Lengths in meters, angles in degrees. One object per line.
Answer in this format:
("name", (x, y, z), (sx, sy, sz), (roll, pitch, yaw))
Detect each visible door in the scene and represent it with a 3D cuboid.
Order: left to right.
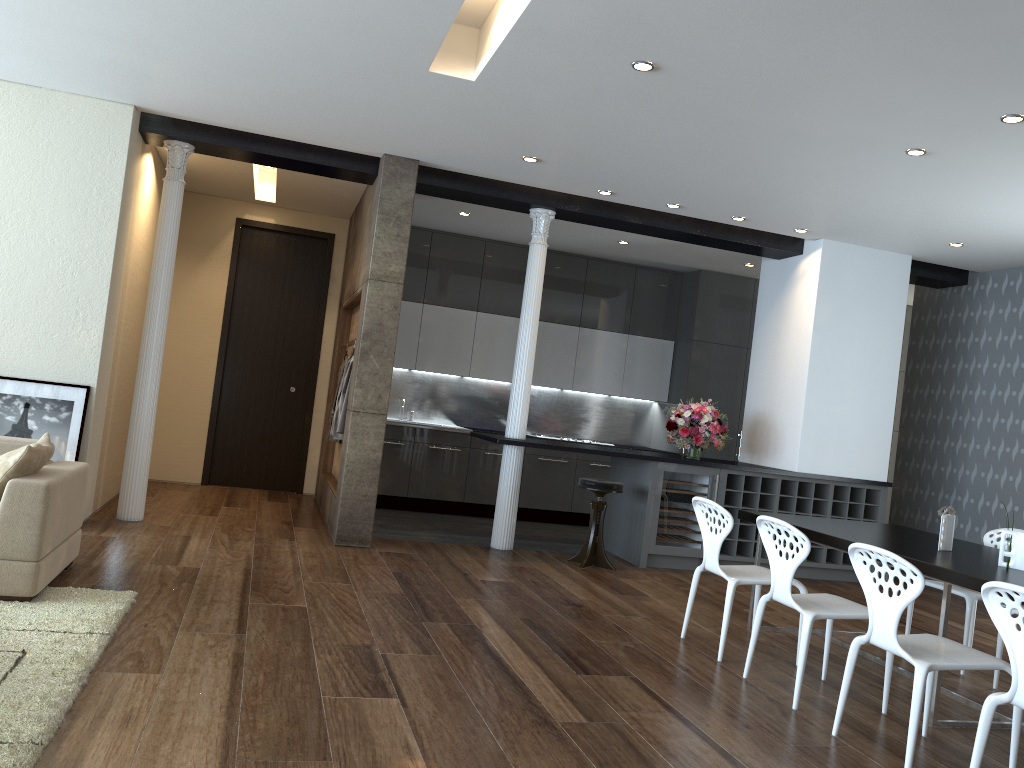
("door", (-2.589, -0.280, 9.472), (1.037, 2.814, 0.246), (7, -1, -15))

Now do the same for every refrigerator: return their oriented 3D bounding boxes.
("refrigerator", (1.454, 1.069, 7.515), (0.578, 0.774, 0.075), (7, -1, -11))

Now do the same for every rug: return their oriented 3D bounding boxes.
("rug", (-3.573, 0.838, 2.593), (4.231, 0.020, 2.972), (7, -1, -15))

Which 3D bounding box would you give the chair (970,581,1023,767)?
("chair", (1.844, 1.095, 2.900), (0.581, 0.835, 0.495), (7, -1, -15))

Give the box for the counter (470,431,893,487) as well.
("counter", (1.525, 0.677, 7.979), (3.700, 0.040, 1.000), (7, -1, -15))

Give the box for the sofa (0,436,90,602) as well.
("sofa", (-3.537, 0.416, 4.292), (2.581, 0.950, 1.021), (7, -1, -15))

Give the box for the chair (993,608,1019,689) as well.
("chair", (3.000, 1.280, 4.677), (0.581, 0.835, 0.495), (7, -1, -15))

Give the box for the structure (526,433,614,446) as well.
("structure", (0.635, 0.628, 9.918), (0.900, 0.066, 0.520), (7, -1, -15))

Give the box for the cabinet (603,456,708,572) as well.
("cabinet", (1.305, 1.121, 7.922), (0.642, 0.897, 0.900), (7, -1, -15))

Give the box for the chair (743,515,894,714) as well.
("chair", (1.453, 1.081, 4.279), (0.581, 0.835, 0.495), (7, -1, -15))

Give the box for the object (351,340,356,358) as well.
("object", (-1.358, -0.269, 7.613), (0.010, 0.219, 0.430), (7, -1, -15))

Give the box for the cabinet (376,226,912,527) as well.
("cabinet", (1.944, 0.202, 10.308), (7.409, 2.980, 0.827), (7, -1, -15))

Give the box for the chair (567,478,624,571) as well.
("chair", (0.802, 1.188, 3.836), (16.134, 0.952, 21.556), (7, -1, -15))

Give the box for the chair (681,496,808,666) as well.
("chair", (1.272, 1.075, 4.957), (0.581, 0.835, 0.495), (7, -1, -15))

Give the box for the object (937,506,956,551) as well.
("object", (2.267, 0.755, 4.667), (0.161, 0.233, 0.076), (8, -2, -34))

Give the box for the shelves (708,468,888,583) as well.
("shelves", (2.425, 1.266, 8.231), (1.700, 0.897, 0.900), (7, -1, -15))

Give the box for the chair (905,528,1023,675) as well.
("chair", (2.814, 1.274, 5.354), (0.581, 0.835, 0.495), (7, -1, -15))

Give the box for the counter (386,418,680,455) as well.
("counter", (0.034, 0.662, 9.797), (3.597, 0.223, 0.807), (7, -1, -15))

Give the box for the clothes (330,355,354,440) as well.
("clothes", (-1.422, 0.114, 7.609), (0.173, 0.735, 0.700), (7, -1, -17))

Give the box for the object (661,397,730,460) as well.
("object", (1.646, 0.394, 7.906), (0.544, 0.552, 0.570), (7, -1, -9))

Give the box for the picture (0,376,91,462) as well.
("picture", (-3.325, 0.463, 6.025), (0.700, 0.988, 0.195), (7, -1, -15))

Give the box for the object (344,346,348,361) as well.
("object", (-1.586, -0.276, 8.485), (0.010, 0.219, 0.430), (7, -1, -15))

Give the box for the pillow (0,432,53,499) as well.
("pillow", (-2.494, 0.436, 4.347), (0.395, 0.393, 0.518), (7, -1, -19))

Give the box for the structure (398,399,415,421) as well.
("structure", (-1.134, 0.296, 9.696), (0.183, 0.249, 0.224), (7, -1, -15))

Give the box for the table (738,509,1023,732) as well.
("table", (2.417, 1.247, 4.139), (1.200, 0.733, 3.400), (7, -1, -15))

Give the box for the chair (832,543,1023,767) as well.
("chair", (1.640, 1.086, 3.566), (0.581, 0.835, 0.495), (7, -1, -15))

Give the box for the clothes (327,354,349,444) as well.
("clothes", (-1.653, 0.132, 8.478), (0.141, 0.855, 0.569), (7, -1, -15))
